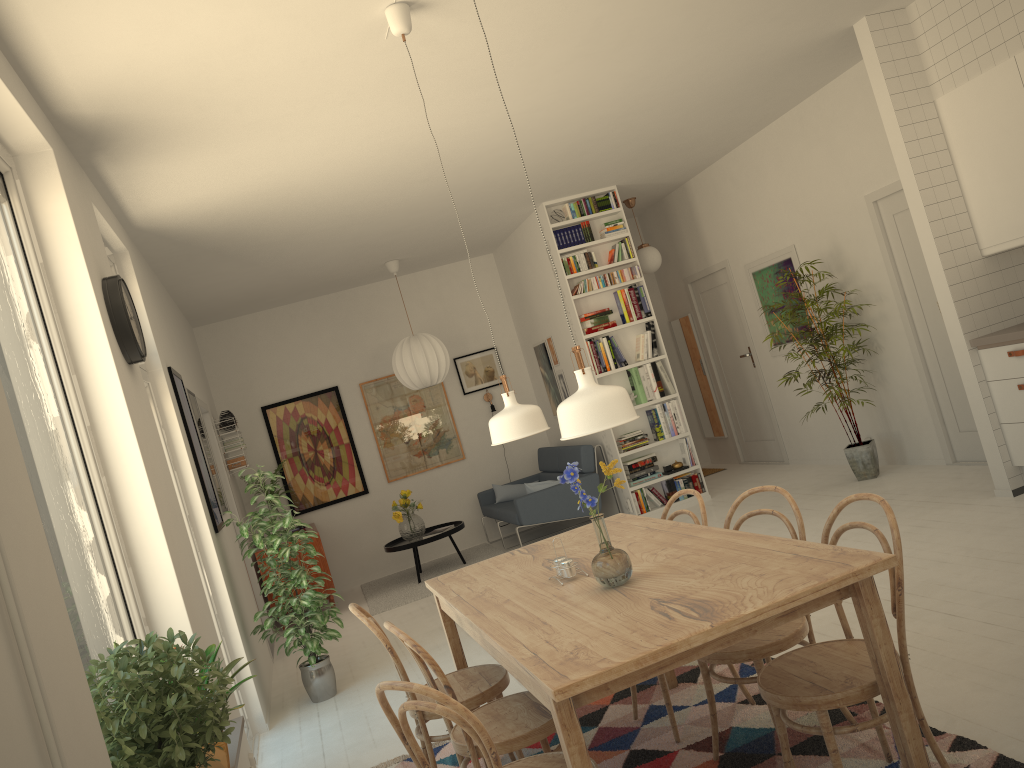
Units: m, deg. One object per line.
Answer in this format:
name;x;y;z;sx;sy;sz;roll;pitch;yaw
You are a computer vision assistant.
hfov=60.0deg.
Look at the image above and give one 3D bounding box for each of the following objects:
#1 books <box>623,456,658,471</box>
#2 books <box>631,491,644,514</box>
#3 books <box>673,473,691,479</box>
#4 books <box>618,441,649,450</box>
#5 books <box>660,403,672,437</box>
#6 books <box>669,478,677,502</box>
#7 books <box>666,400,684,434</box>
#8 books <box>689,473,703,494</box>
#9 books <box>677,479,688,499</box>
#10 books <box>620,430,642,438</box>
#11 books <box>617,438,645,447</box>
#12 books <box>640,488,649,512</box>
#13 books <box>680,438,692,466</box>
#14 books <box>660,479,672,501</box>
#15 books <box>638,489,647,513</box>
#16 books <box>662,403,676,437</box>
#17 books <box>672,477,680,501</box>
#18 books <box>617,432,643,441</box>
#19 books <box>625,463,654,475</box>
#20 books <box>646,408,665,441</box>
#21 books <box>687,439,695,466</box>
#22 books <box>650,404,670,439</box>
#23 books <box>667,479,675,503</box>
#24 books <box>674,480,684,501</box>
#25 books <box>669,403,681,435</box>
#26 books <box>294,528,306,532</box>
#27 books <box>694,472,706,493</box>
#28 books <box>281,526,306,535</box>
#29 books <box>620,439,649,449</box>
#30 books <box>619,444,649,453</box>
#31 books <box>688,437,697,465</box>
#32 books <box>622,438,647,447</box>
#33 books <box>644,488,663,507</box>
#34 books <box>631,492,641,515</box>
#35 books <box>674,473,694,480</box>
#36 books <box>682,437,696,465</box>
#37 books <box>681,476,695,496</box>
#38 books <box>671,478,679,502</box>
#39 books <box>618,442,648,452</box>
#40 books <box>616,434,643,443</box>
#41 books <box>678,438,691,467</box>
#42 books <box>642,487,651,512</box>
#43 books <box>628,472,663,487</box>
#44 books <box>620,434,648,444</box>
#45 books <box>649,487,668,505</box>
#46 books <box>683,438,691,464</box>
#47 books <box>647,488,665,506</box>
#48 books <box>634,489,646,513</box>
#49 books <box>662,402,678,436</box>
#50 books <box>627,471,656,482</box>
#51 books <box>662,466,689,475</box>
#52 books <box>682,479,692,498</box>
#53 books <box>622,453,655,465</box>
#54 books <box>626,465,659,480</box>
books;1.113;0.698;7.794;0.285;0.047;0.185;-16;-1;-15
books;1.079;1.034;7.749;0.026;0.206;0.187;-16;-1;-15
books;1.492;0.815;7.859;0.165;0.006;0.102;-16;-1;-15
books;1.056;0.539;7.785;0.248;0.009;0.170;-16;-1;-12
books;1.324;0.330;7.903;0.027;0.311;0.228;-16;-1;-15
books;1.383;0.937;7.829;0.015;0.214;0.202;-16;-1;-15
books;1.439;0.298;7.901;0.037;0.308;0.161;-16;-1;-15
books;1.607;0.890;7.900;0.056;0.180;0.201;-16;-1;-15
books;1.474;0.931;7.869;0.032;0.176;0.222;-16;-1;-15
books;1.036;0.439;7.780;0.166;0.019;0.127;-16;-1;-22
books;1.038;0.510;7.772;0.238;0.012;0.120;-16;-1;-20
books;1.127;1.014;7.773;0.021;0.215;0.174;-16;-1;-15
books;1.548;0.608;7.892;0.033;0.258;0.130;-16;-1;-15
books;1.354;0.945;7.826;0.015;0.214;0.202;-16;-1;-15
books;1.113;1.022;7.768;0.012;0.206;0.193;-16;-1;-15
books;1.364;0.325;7.871;0.035;0.304;0.150;-16;-1;-15
books;1.408;0.930;7.850;0.015;0.214;0.202;-16;-1;-15
books;1.026;0.461;7.797;0.212;0.017;0.165;-16;-1;-18
books;1.109;0.744;7.786;0.248;0.039;0.142;-16;-1;-18
books;1.257;0.364;7.868;0.058;0.284;0.200;-16;-1;-15
books;1.558;0.604;7.923;0.008;0.256;0.184;-16;-1;-15
books;1.294;0.338;7.892;0.037;0.312;0.241;-16;-1;-15
books;1.366;0.942;7.838;0.015;0.214;0.202;-16;-1;-15
books;1.439;0.940;7.864;0.044;0.179;0.224;-16;-1;-15
books;1.411;0.315;7.903;0.022;0.291;0.208;-16;-1;-15
books;-2.105;1.398;8.242;0.371;0.022;0.258;-16;-1;-15
books;1.643;0.881;7.930;0.032;0.176;0.230;-16;-1;-15
books;-2.100;1.375;8.251;0.368;0.020;0.254;-16;-1;-13
books;1.069;0.524;7.817;0.255;0.014;0.197;-17;-1;-5
books;1.059;0.564;7.777;0.247;0.009;0.170;-16;-1;-12
books;1.579;0.598;7.907;0.011;0.256;0.139;-16;-1;-15
books;1.052;0.516;7.793;0.250;0.008;0.135;-16;-1;-19
books;1.214;0.994;7.784;0.135;0.200;0.133;-16;-1;-15
books;1.048;1.048;7.743;0.039;0.199;0.185;-16;-1;-15
books;1.502;0.821;7.880;0.193;0.012;0.130;-16;-1;-15
books;1.568;0.601;7.913;0.007;0.257;0.180;-16;-1;-15
books;1.554;0.910;7.906;0.050;0.170;0.221;-16;-1;-15
books;1.395;0.933;7.840;0.015;0.214;0.202;-16;-1;-15
books;1.051;0.554;7.774;0.247;0.014;0.172;-16;-1;-16
books;1.019;0.477;7.785;0.221;0.010;0.169;-16;-1;-12
books;1.522;0.616;7.919;0.034;0.257;0.209;-16;-1;-15
books;1.145;1.008;7.763;0.010;0.215;0.193;-16;-1;-15
books;1.154;0.837;7.805;0.297;0.038;0.204;-16;-1;-10
books;1.063;0.483;7.803;0.235;0.025;0.163;-16;-1;-9
books;1.274;0.984;7.800;0.131;0.188;0.136;-16;-1;-15
books;1.531;0.614;7.923;0.030;0.256;0.198;-16;-1;-15
books;1.245;0.989;7.786;0.118;0.192;0.118;-16;-1;-15
books;1.101;1.024;7.750;0.020;0.211;0.184;-16;-1;-15
books;1.383;0.315;7.910;0.025;0.305;0.213;-16;-1;-15
books;1.122;0.811;7.800;0.241;0.024;0.168;-16;-1;-20
books;1.438;0.762;7.816;0.215;0.023;0.130;-16;-1;-15
books;1.513;0.926;7.879;0.048;0.163;0.209;-16;-1;-15
books;1.102;0.662;7.810;0.297;0.024;0.162;-16;-1;-24
books;1.124;0.777;7.787;0.297;0.039;0.165;-16;-1;-20
